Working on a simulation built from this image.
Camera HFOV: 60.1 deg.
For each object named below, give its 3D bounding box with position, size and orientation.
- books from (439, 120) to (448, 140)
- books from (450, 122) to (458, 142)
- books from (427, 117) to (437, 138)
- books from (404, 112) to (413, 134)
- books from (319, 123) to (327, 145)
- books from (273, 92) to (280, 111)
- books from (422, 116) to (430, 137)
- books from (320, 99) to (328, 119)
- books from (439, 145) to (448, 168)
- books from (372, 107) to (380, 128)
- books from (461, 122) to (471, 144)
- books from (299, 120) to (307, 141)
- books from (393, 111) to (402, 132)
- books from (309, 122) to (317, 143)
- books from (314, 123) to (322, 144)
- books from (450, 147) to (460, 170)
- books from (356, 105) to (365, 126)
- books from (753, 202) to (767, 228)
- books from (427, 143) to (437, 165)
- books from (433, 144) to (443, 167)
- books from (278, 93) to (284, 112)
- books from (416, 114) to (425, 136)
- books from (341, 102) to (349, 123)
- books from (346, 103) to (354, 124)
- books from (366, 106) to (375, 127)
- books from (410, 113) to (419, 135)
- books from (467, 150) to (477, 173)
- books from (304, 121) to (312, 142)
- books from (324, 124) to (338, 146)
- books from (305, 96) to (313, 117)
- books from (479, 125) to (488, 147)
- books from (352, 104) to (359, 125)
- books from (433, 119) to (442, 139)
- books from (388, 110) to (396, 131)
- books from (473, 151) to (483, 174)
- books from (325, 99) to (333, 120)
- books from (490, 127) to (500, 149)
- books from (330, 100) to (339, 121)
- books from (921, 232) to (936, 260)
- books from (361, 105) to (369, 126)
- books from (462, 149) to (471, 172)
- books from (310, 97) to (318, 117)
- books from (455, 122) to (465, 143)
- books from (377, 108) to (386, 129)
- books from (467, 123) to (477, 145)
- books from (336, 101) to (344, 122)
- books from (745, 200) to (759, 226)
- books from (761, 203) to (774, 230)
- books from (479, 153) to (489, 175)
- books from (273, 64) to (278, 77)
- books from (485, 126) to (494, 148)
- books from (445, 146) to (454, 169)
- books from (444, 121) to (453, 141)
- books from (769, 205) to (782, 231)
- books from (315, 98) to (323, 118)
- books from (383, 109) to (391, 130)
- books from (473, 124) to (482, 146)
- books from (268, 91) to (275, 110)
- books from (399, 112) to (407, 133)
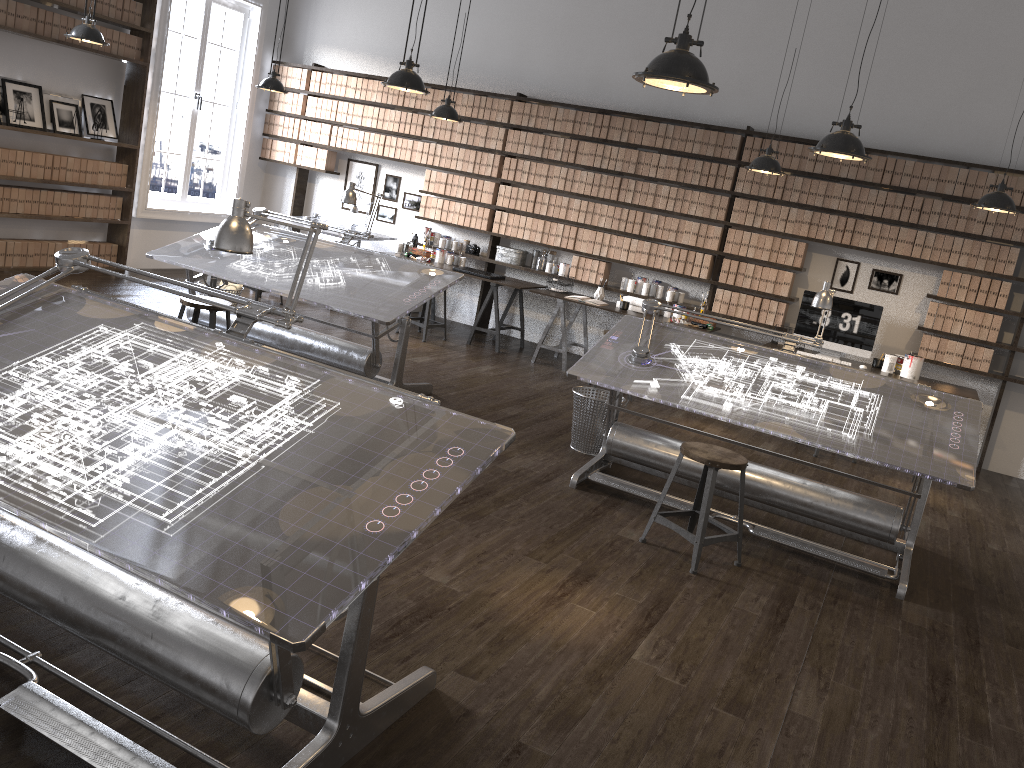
[{"bbox_3d":[-0.675,-2.650,9.268,0.067,0.224,0.175,15,11,23],"label":"books"},{"bbox_3d":[-0.557,-2.615,9.213,0.067,0.223,0.175,15,11,23],"label":"books"},{"bbox_3d":[-0.802,-2.687,9.322,0.067,0.224,0.175,15,11,23],"label":"books"},{"bbox_3d":[-1.063,-2.765,9.443,0.067,0.223,0.175,15,11,23],"label":"books"},{"bbox_3d":[-2.063,-2.789,9.921,0.067,0.223,0.175,15,11,23],"label":"books"},{"bbox_3d":[-2.651,-3.240,10.165,0.067,0.224,0.175,15,11,23],"label":"books"},{"bbox_3d":[-0.863,-2.706,9.355,0.067,0.224,0.175,15,11,23],"label":"books"},{"bbox_3d":[-2.047,-3.056,9.892,0.067,0.223,0.175,15,11,23],"label":"books"},{"bbox_3d":[-0.676,-2.379,9.291,0.067,0.224,0.175,15,11,23],"label":"books"},{"bbox_3d":[-1.433,-2.874,9.609,0.067,0.224,0.175,15,11,23],"label":"books"},{"bbox_3d":[-0.439,-2.580,9.155,0.067,0.224,0.175,15,11,23],"label":"books"},{"bbox_3d":[-2.318,-2.863,10.033,0.067,0.224,0.175,15,11,23],"label":"books"},{"bbox_3d":[-1.184,-2.800,9.494,0.067,0.224,0.175,15,11,23],"label":"books"},{"bbox_3d":[-2.189,-2.827,9.982,0.067,0.224,0.175,15,11,23],"label":"books"},{"bbox_3d":[-2.129,-2.808,9.952,0.067,0.224,0.175,15,11,23],"label":"books"},{"bbox_3d":[-0.554,-2.342,9.229,0.067,0.224,0.175,15,11,23],"label":"books"},{"bbox_3d":[-1.612,-2.926,9.689,0.067,0.224,0.175,15,11,23],"label":"books"},{"bbox_3d":[2.238,-1.515,7.956,0.067,0.224,0.175,15,11,23],"label":"books"},{"bbox_3d":[-0.804,-2.415,9.342,0.067,0.224,0.175,15,11,23],"label":"books"},{"bbox_3d":[-0.739,-2.397,9.316,0.067,0.224,0.175,15,11,23],"label":"books"},{"bbox_3d":[-2.586,-3.221,10.137,0.067,0.223,0.175,15,11,23],"label":"books"},{"bbox_3d":[-0.931,-2.725,9.380,0.067,0.224,0.175,15,11,23],"label":"books"},{"bbox_3d":[-1.796,-2.981,9.775,0.067,0.224,0.175,15,11,23],"label":"books"},{"bbox_3d":[-1.731,-2.963,9.750,0.067,0.224,0.175,15,11,23],"label":"books"},{"bbox_3d":[-1.496,-2.893,9.640,0.067,0.223,0.175,15,11,23],"label":"books"},{"bbox_3d":[-0.995,-2.745,9.415,0.067,0.223,0.175,15,11,23],"label":"books"},{"bbox_3d":[-0.376,-2.289,9.147,0.067,0.224,0.175,15,11,23],"label":"books"},{"bbox_3d":[-2.253,-2.845,10.007,0.067,0.224,0.175,15,11,23],"label":"books"},{"bbox_3d":[-2.009,-2.772,9.892,0.067,0.224,0.175,15,11,23],"label":"books"},{"bbox_3d":[-2.231,-3.110,9.976,0.067,0.224,0.175,15,11,23],"label":"books"},{"bbox_3d":[-0.254,-2.524,9.070,0.067,0.224,0.175,15,11,23],"label":"books"},{"bbox_3d":[-1.669,-2.944,9.722,0.067,0.224,0.175,15,11,23],"label":"books"},{"bbox_3d":[-0.738,-2.669,9.297,0.067,0.224,0.175,15,11,23],"label":"books"},{"bbox_3d":[-1.247,-2.819,9.526,0.067,0.224,0.175,15,11,23],"label":"books"},{"bbox_3d":[-0.314,-2.272,9.125,0.067,0.224,0.175,15,11,23],"label":"books"},{"bbox_3d":[-1.988,-3.039,9.868,0.067,0.223,0.175,15,11,23],"label":"books"},{"bbox_3d":[-0.139,-2.491,9.020,0.067,0.223,0.175,15,11,23],"label":"books"},{"bbox_3d":[-1.925,-3.019,9.833,0.067,0.224,0.175,15,11,23],"label":"books"},{"bbox_3d":[3.476,-1.148,7.391,0.067,0.224,0.175,15,11,23],"label":"books"},{"bbox_3d":[-1.551,-2.909,9.667,0.067,0.223,0.175,15,11,23],"label":"books"},{"bbox_3d":[-0.433,-2.307,9.178,0.067,0.223,0.175,15,11,23],"label":"books"},{"bbox_3d":[-2.169,-3.091,9.943,0.067,0.224,0.175,15,11,23],"label":"books"},{"bbox_3d":[-0.502,-2.599,9.186,0.067,0.223,0.175,15,11,23],"label":"books"},{"bbox_3d":[-1.369,-2.856,9.584,0.067,0.224,0.175,15,11,23],"label":"books"},{"bbox_3d":[-0.375,-2.562,9.130,0.067,0.224,0.175,15,11,23],"label":"books"},{"bbox_3d":[-1.856,-3.000,9.808,0.067,0.224,0.175,15,11,23],"label":"books"},{"bbox_3d":[2.173,-1.533,7.983,0.067,0.224,0.175,15,11,23],"label":"books"},{"bbox_3d":[2.301,-1.497,7.932,0.067,0.224,0.175,15,11,23],"label":"books"},{"bbox_3d":[-0.252,-2.253,9.096,0.067,0.224,0.175,15,11,23],"label":"books"},{"bbox_3d":[-2.670,-3.526,10.149,0.067,0.224,0.175,15,11,23],"label":"books"},{"bbox_3d":[-0.193,-2.508,9.047,0.067,0.223,0.175,15,11,23],"label":"books"},{"bbox_3d":[-0.615,-2.360,9.261,0.067,0.224,0.175,15,11,23],"label":"books"},{"bbox_3d":[-0.618,-2.632,9.236,0.067,0.224,0.175,15,11,23],"label":"books"},{"bbox_3d":[2.362,-1.478,7.902,0.067,0.224,0.175,15,11,23],"label":"books"},{"bbox_3d":[-2.105,-3.072,9.914,0.067,0.224,0.175,15,11,23],"label":"books"},{"bbox_3d":[-1.307,-2.838,9.558,0.067,0.224,0.175,15,11,23],"label":"books"},{"bbox_3d":[-0.313,-2.544,9.104,0.067,0.224,0.175,15,11,23],"label":"books"},{"bbox_3d":[-2.711,-3.259,10.196,0.067,0.224,0.175,15,11,23],"label":"books"},{"bbox_3d":[-1.120,-2.781,9.465,0.067,0.224,0.175,15,11,23],"label":"books"}]
